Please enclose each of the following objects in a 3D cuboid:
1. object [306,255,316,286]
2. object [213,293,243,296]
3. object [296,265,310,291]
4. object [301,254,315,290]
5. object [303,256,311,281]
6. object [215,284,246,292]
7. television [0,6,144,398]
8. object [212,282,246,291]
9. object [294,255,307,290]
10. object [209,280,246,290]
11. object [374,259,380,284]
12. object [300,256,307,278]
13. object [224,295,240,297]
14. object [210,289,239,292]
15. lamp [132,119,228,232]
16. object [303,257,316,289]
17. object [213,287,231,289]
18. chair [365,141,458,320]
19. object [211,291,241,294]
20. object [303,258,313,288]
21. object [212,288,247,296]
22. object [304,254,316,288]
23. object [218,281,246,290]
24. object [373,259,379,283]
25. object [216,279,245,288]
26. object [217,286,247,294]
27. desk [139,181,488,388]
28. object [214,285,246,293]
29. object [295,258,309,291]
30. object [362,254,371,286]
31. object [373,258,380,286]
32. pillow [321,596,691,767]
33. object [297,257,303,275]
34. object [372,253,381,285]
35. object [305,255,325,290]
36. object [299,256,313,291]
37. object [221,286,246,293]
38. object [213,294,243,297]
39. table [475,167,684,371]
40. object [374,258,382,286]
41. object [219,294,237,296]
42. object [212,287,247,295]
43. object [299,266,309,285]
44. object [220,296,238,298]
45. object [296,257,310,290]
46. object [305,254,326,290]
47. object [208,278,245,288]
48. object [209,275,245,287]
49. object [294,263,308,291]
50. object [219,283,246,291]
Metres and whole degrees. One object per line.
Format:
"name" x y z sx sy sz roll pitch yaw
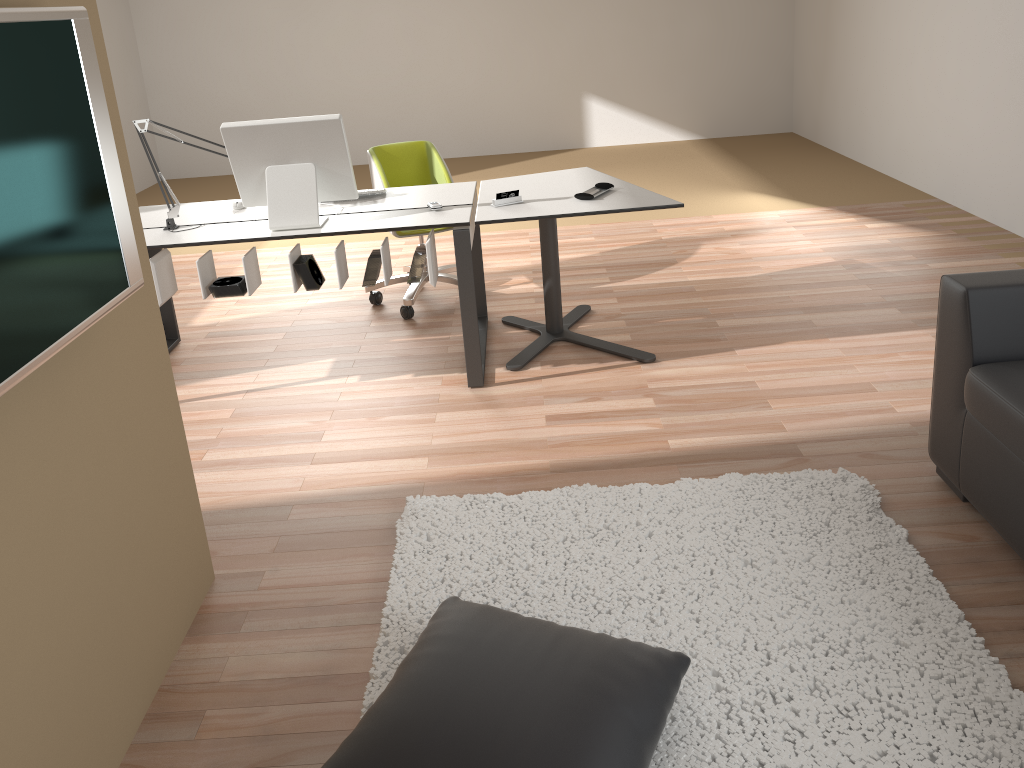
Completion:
"object" -0.785 -0.446 3.501 0.039 0.109 0.138 -4 21 2
"object" -1.118 -0.379 3.521 0.119 0.002 0.138 -4 23 1
"object" -0.818 -0.443 3.501 0.040 0.109 0.138 -4 21 2
"object" -0.797 -0.445 3.501 0.040 0.109 0.138 -4 21 2
"object" -0.794 -0.445 3.501 0.039 0.109 0.138 -4 21 2
"object" -1.124 -0.393 3.516 0.119 0.002 0.138 -4 23 1
"television" -0.833 -0.227 1.243 0.054 0.557 1.222 -4 23 2
"object" -1.126 -0.397 3.515 0.119 0.002 0.138 -4 23 1
"object" -0.827 -0.443 3.502 0.040 0.109 0.138 -4 21 2
"object" -1.129 -0.403 3.513 0.119 0.002 0.138 -4 23 1
"object" -0.528 -0.464 3.496 0.040 0.109 0.138 -4 21 2
"object" -0.804 -0.445 3.501 0.039 0.109 0.138 -4 21 2
"object" -1.114 -0.372 3.523 0.119 0.002 0.138 -4 23 1
"object" -1.125 -0.395 3.516 0.119 0.002 0.138 -4 23 1
"lamp" -1.243 -0.870 3.678 0.548 0.510 0.143 -18 23 -32
"object" -0.790 -0.445 3.501 0.040 0.109 0.138 -4 21 2
"object" -1.130 -0.405 3.512 0.119 0.002 0.138 -4 23 1
"chair" -0.491 -0.827 4.604 0.627 0.780 0.615 -13 22 -22
"object" -1.122 -0.387 3.518 0.119 0.002 0.138 -4 23 1
"object" -0.799 -0.445 3.501 0.040 0.109 0.138 -4 21 2
"object" -1.118 -0.379 3.521 0.119 0.002 0.138 -4 23 1
"object" -0.788 -0.445 3.501 0.040 0.109 0.138 -4 21 2
"object" -1.127 -0.399 3.514 0.119 0.002 0.138 -4 23 1
"object" -0.532 -0.464 3.496 0.040 0.109 0.138 -4 21 2
"object" -1.131 -0.407 3.512 0.119 0.002 0.138 -4 23 1
"object" -1.121 -0.385 3.519 0.119 0.002 0.138 -4 23 1
"desk" -0.936 -0.415 3.868 1.600 0.662 0.837 -4 21 1
"object" -1.122 -0.389 3.518 0.119 0.002 0.138 -4 23 1
"object" -0.822 -0.443 3.501 0.039 0.109 0.138 -4 21 2
"object" -0.573 -0.461 3.497 0.040 0.109 0.138 -4 21 2
"object" -0.530 -0.464 3.496 0.040 0.109 0.138 -4 21 2
"pillow" -0.003 0.680 1.753 0.611 0.202 0.602 7 25 25
"object" -0.813 -0.444 3.501 0.039 0.109 0.138 -4 21 2
"object" -0.534 -0.463 3.496 0.040 0.109 0.138 -4 21 2
"object" -0.781 -0.446 3.501 0.039 0.109 0.138 -4 21 2
"object" -0.806 -0.444 3.501 0.040 0.109 0.138 -4 21 2
"object" -1.122 -0.387 3.518 0.119 0.002 0.138 -4 23 1
"object" -1.116 -0.376 3.522 0.119 0.002 0.138 -4 23 1
"table" 0.262 -0.535 3.928 0.810 0.663 0.963 -5 22 -1
"object" -0.525 -0.464 3.496 0.040 0.109 0.138 -4 21 2
"object" -1.117 -0.378 3.521 0.119 0.002 0.138 -4 23 1
"object" -1.120 -0.383 3.519 0.119 0.002 0.138 -4 23 1
"object" -0.809 -0.444 3.501 0.040 0.109 0.138 -4 21 2
"object" -1.113 -0.370 3.524 0.119 0.002 0.138 -4 23 1
"object" -0.815 -0.443 3.501 0.040 0.109 0.138 -4 21 2
"object" -0.781 -0.446 3.501 0.040 0.109 0.138 -4 21 2
"object" -1.132 -0.410 3.511 0.119 0.002 0.138 -4 23 1
"object" -1.132 -0.410 3.511 0.119 0.002 0.138 -4 23 1
"object" -0.825 -0.443 3.502 0.040 0.109 0.138 -4 21 2
"object" -1.125 -0.395 3.516 0.119 0.002 0.138 -4 23 1
